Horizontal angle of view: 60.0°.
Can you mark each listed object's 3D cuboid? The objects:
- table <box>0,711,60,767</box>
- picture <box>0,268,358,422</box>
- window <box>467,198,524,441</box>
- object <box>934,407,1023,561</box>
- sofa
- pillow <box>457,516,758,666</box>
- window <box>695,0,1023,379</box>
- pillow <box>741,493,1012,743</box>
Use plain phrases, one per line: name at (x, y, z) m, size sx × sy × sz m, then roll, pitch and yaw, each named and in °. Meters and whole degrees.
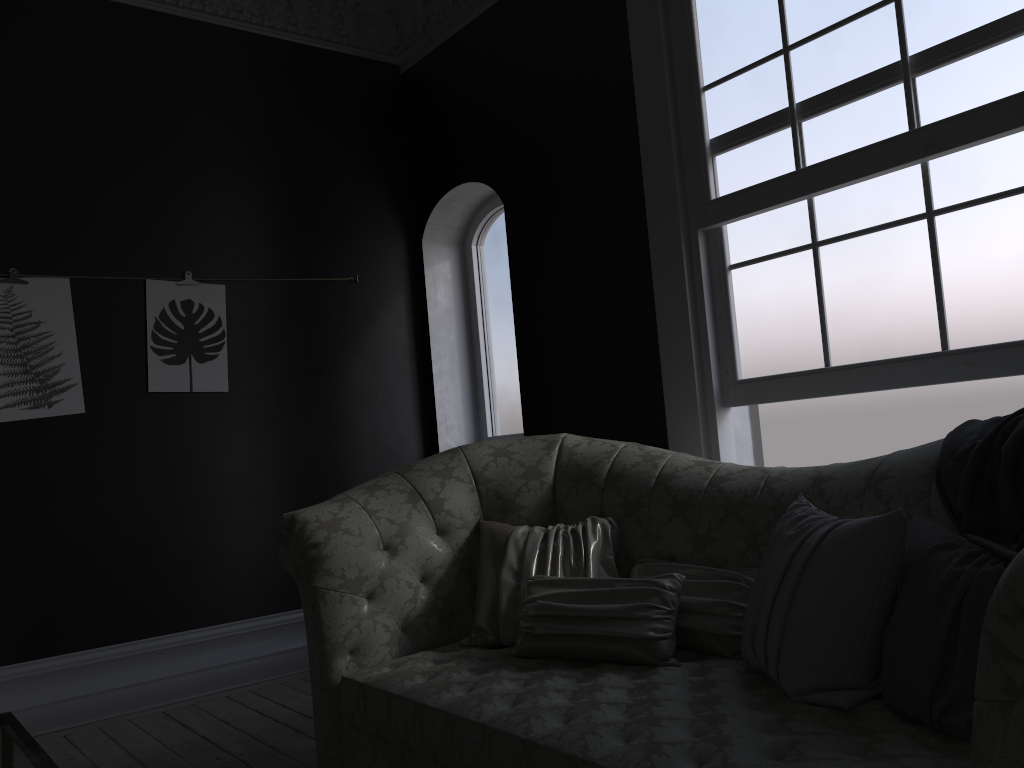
table at (-1.181, 1.003, 1.228) m, size 1.092 × 0.557 × 1.451 m, roll -2°, pitch -5°, yaw -38°
picture at (-2.633, -0.194, 3.791) m, size 4.455 × 0.770 × 0.058 m, roll -2°, pitch -4°, yaw -38°
window at (0.031, -0.383, 5.248) m, size 0.112 × 1.455 × 0.741 m, roll -3°, pitch -4°, yaw -38°
object at (1.238, 0.275, 1.807) m, size 0.517 × 0.584 × 1.368 m, roll -6°, pitch -4°, yaw 11°
sofa at (0.599, 0.669, 2.489) m, size 1.605 × 1.159 × 2.817 m, roll -2°, pitch -5°, yaw -37°
pillow at (0.243, 0.636, 2.831) m, size 0.529 × 0.416 × 1.107 m, roll -2°, pitch -5°, yaw -38°
window at (1.184, -0.885, 3.063) m, size 0.056 × 1.670 × 1.265 m, roll -3°, pitch -4°, yaw -38°
pillow at (0.866, 0.505, 2.056) m, size 0.405 × 0.461 × 0.965 m, roll -3°, pitch -4°, yaw -30°
